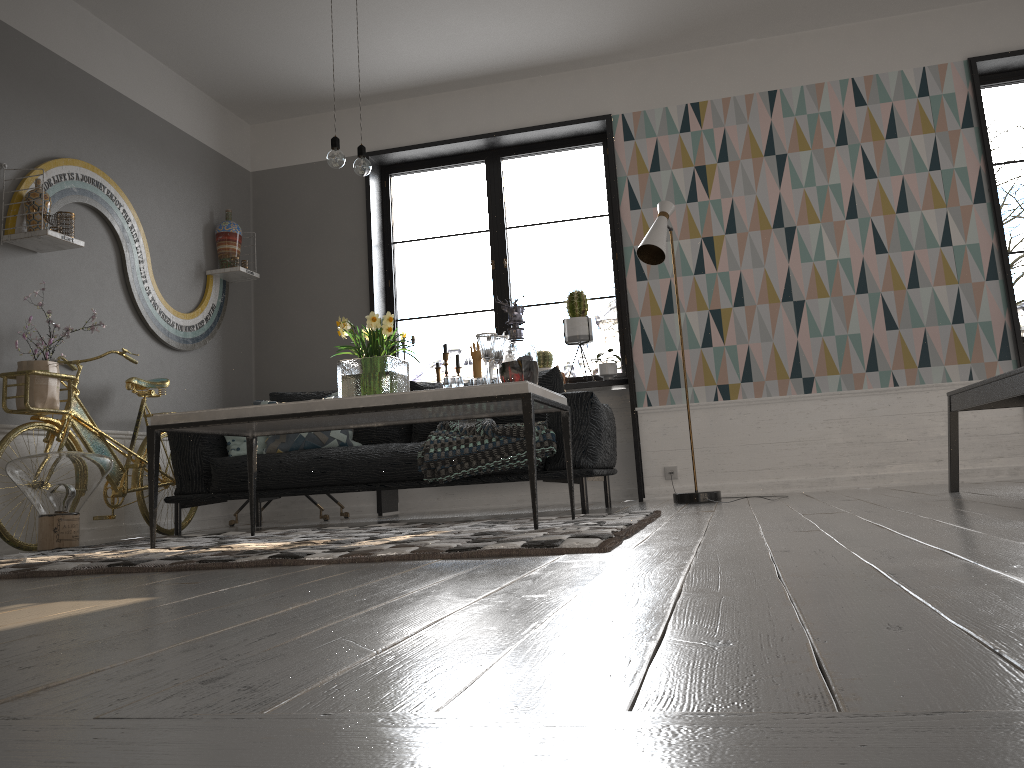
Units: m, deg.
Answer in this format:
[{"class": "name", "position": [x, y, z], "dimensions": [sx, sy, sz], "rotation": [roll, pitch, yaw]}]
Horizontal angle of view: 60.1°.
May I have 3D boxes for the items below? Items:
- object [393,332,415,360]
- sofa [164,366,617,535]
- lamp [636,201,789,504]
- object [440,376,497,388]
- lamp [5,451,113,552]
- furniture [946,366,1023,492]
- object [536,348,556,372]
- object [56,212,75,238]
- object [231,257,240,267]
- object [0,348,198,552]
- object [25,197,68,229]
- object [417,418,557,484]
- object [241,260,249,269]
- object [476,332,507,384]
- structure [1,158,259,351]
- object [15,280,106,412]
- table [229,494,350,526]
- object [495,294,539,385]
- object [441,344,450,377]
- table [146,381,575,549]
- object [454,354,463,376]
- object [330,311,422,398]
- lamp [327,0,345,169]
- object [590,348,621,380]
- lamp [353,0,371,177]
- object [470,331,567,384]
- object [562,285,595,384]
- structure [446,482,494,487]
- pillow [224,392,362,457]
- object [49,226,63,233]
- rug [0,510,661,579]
[{"class": "object", "position": [-0.780, -0.133, 6.301], "dimensions": [0.144, 0.496, 0.161], "rotation": [5, -13, -40]}, {"class": "sofa", "position": [-0.623, 0.357, 4.824], "dimensions": [2.337, 0.807, 0.962], "rotation": [-5, -8, 13]}, {"class": "lamp", "position": [1.140, -0.195, 5.138], "dimensions": [0.679, 1.721, 1.235], "rotation": [-6, -9, 12]}, {"class": "object", "position": [-0.160, 0.023, 3.520], "dimensions": [0.246, 0.088, 0.276], "rotation": [-3, -7, -9]}, {"class": "lamp", "position": [-2.020, 0.524, 3.951], "dimensions": [0.429, 0.442, 0.431], "rotation": [-11, -11, 44]}, {"class": "furniture", "position": [2.040, 0.182, 3.299], "dimensions": [0.465, 0.460, 1.656], "rotation": [-6, -7, 13]}, {"class": "object", "position": [0.203, -0.114, 6.112], "dimensions": [0.234, 0.286, 0.211], "rotation": [-2, -9, -12]}, {"class": "object", "position": [-2.252, -0.791, 4.463], "dimensions": [0.086, 0.141, 0.085], "rotation": [-5, -9, 6]}, {"class": "object", "position": [-1.883, -0.820, 6.016], "dimensions": [0.060, 0.080, 0.059], "rotation": [-4, -9, 2]}, {"class": "object", "position": [-2.085, 0.336, 4.649], "dimensions": [0.426, 0.980, 1.611], "rotation": [-4, -7, 5]}, {"class": "object", "position": [-2.273, -0.816, 4.321], "dimensions": [0.196, 0.167, 0.059], "rotation": [3, -12, -42]}, {"class": "object", "position": [-0.105, 0.302, 4.404], "dimensions": [0.666, 0.333, 0.486], "rotation": [-5, -7, 8]}, {"class": "object", "position": [-1.834, -0.817, 6.073], "dimensions": [0.050, 0.059, 0.049], "rotation": [-4, -8, 3]}, {"class": "object", "position": [-0.072, -0.073, 3.371], "dimensions": [0.082, 0.229, 0.166], "rotation": [-8, -10, 25]}, {"class": "structure", "position": [-2.124, -0.737, 5.244], "dimensions": [0.266, 0.965, 2.005], "rotation": [-6, -7, 13]}, {"class": "object", "position": [-2.190, -0.177, 4.342], "dimensions": [0.252, 0.648, 0.485], "rotation": [-9, -10, 31]}, {"class": "table", "position": [-1.514, 0.593, 6.003], "dimensions": [0.741, 0.687, 0.336], "rotation": [-6, -9, 13]}, {"class": "object", "position": [0.022, -0.156, 3.577], "dimensions": [0.147, 0.422, 0.155], "rotation": [-10, -11, 32]}, {"class": "object", "position": [-0.462, -0.105, 6.219], "dimensions": [0.123, 0.379, 0.122], "rotation": [-7, -10, 18]}, {"class": "table", "position": [-0.540, 0.336, 3.406], "dimensions": [1.453, 0.516, 0.726], "rotation": [-5, -8, 13]}, {"class": "object", "position": [-0.378, -0.069, 6.245], "dimensions": [0.075, 0.304, 0.075], "rotation": [-13, -13, 43]}, {"class": "object", "position": [-0.556, -0.092, 3.504], "dimensions": [0.351, 0.355, 0.322], "rotation": [-6, -9, 15]}, {"class": "lamp", "position": [-0.566, -1.714, 3.086], "dimensions": [0.074, 1.553, 1.381], "rotation": [-1, -9, -17]}, {"class": "object", "position": [0.628, -0.127, 5.875], "dimensions": [0.170, 0.206, 0.244], "rotation": [-6, -8, 16]}, {"class": "lamp", "position": [-0.478, -1.709, 3.192], "dimensions": [0.074, 1.553, 1.381], "rotation": [-1, -9, -17]}, {"class": "object", "position": [0.036, -0.161, 6.112], "dimensions": [0.661, 0.414, 0.133], "rotation": [-6, -10, 14]}, {"class": "object", "position": [0.452, -0.341, 5.979], "dimensions": [0.236, 0.678, 0.226], "rotation": [-1, -10, -16]}, {"class": "structure", "position": [0.036, 0.464, 6.158], "dimensions": [1.221, 0.433, 0.147], "rotation": [-5, -10, 11]}, {"class": "pillow", "position": [-1.249, 0.228, 4.944], "dimensions": [0.798, 0.366, 0.439], "rotation": [-3, -8, -5]}, {"class": "object", "position": [-2.320, -0.754, 4.499], "dimensions": [0.062, 0.082, 0.062], "rotation": [-2, -9, -11]}, {"class": "rug", "position": [-0.781, 0.580, 3.265], "dimensions": [2.522, 0.034, 1.755], "rotation": [-5, -6, 13]}]
